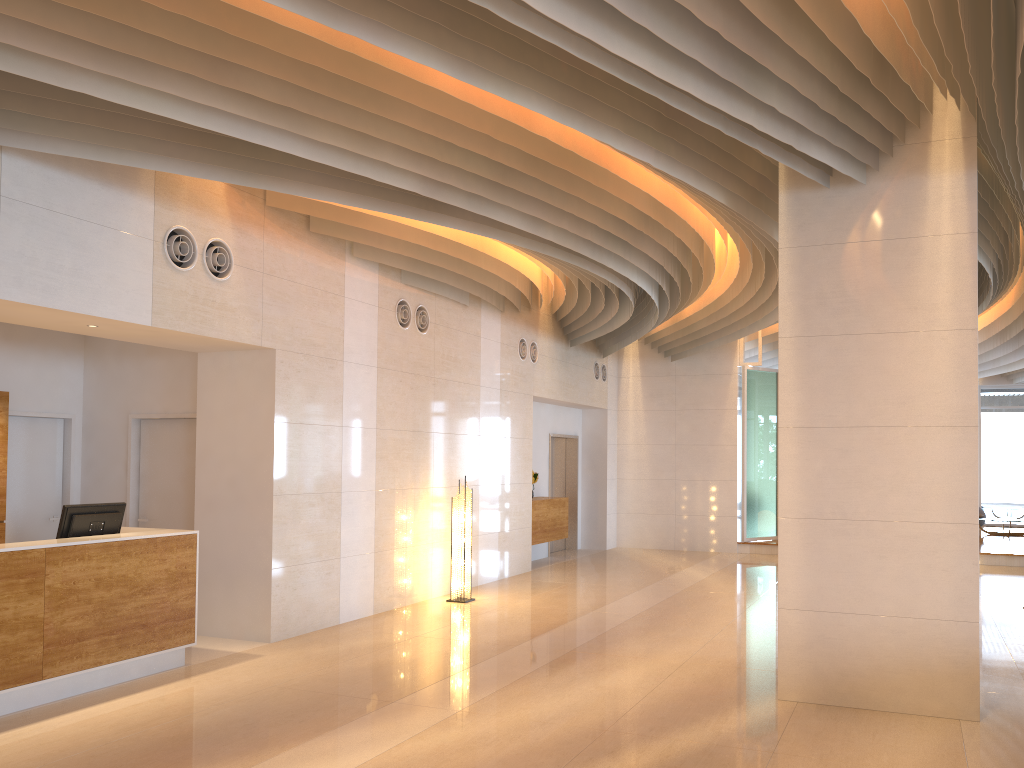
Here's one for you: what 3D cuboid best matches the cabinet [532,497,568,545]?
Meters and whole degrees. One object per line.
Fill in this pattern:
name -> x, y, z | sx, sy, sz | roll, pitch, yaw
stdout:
cabinet -> 0.354, 2.132, 13.950 | 0.552, 0.660, 1.533 | -1, -5, 24

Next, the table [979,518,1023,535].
table -> 10.184, 2.952, 18.266 | 1.064, 0.317, 0.832 | -2, -5, 30

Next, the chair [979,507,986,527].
chair -> 9.497, 2.675, 19.114 | 1.538, 1.003, 1.124 | 2, -4, -24

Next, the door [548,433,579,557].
door -> 0.816, 1.950, 15.772 | 0.243, 2.096, 1.426 | 0, -3, 24

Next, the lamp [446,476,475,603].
lamp -> -0.584, 1.787, 10.283 | 0.247, 1.448, 0.254 | 0, -2, 24

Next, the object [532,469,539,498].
object -> 0.282, 1.521, 13.591 | 0.264, 0.496, 0.238 | 0, -2, 11

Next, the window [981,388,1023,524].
window -> 10.902, 0.189, 3.549 | 22.295, 3.213, 54.257 | 1, -5, -10

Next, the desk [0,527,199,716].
desk -> -4.285, 1.417, 4.113 | 0.886, 1.047, 6.771 | -1, -5, 24

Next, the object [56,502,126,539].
object -> -3.086, 1.103, 6.566 | 0.350, 0.434, 0.544 | -1, -4, 24
